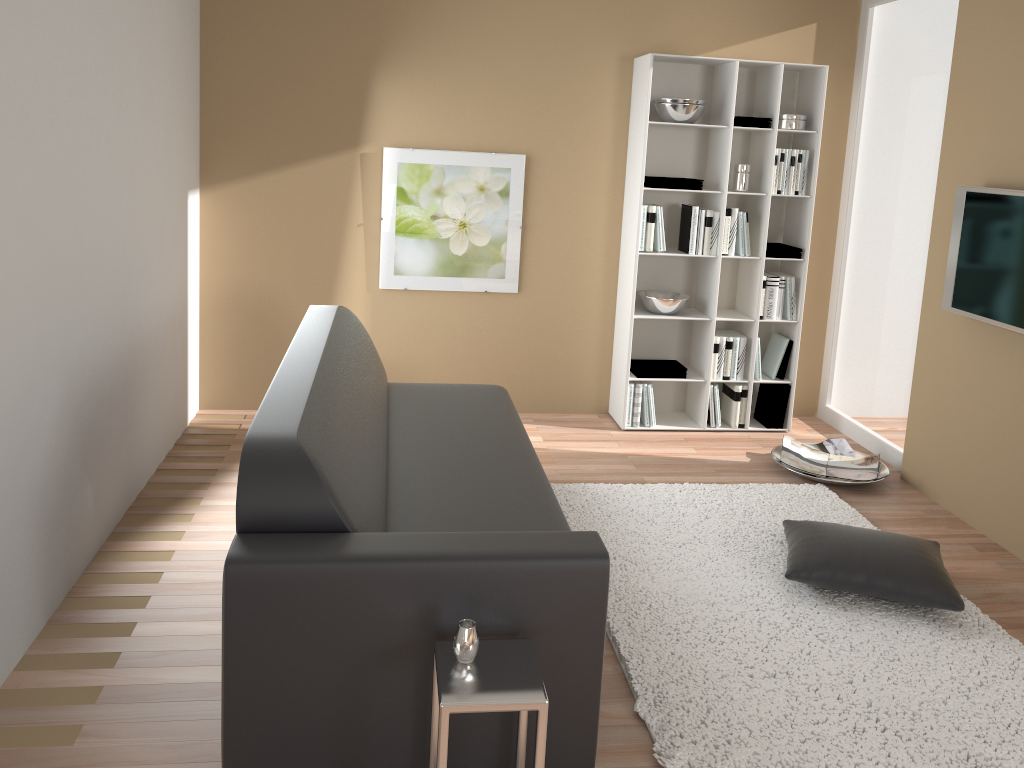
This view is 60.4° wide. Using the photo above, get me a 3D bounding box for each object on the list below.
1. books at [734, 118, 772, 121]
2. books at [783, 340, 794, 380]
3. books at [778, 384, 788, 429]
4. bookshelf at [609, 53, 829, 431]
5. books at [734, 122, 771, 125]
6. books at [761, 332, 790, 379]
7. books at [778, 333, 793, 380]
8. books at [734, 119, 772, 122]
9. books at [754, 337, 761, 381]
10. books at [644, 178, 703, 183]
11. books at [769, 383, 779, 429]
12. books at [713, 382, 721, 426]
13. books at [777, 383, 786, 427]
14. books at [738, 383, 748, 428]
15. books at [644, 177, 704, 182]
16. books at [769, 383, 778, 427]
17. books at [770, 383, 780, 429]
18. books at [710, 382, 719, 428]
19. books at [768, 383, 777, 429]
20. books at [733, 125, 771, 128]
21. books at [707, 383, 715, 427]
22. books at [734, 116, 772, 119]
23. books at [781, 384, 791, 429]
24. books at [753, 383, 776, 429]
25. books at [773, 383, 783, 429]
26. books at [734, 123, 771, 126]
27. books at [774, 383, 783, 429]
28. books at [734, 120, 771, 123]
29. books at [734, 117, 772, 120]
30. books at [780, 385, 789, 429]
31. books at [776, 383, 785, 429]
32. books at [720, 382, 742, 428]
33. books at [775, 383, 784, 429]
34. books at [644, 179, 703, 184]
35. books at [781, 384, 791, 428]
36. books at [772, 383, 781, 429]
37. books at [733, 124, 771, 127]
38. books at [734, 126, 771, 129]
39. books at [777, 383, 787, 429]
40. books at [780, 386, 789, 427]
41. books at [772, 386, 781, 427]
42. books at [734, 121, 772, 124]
[{"bbox_3d":[1.339,-1.531,5.104,0.210,0.007,0.304,0,16,-13],"label":"books"},{"bbox_3d":[1.632,-0.168,5.343,0.043,0.233,0.216,2,12,-8],"label":"books"},{"bbox_3d":[1.603,0.110,5.350,0.032,0.267,0.221,2,11,-8],"label":"books"},{"bbox_3d":[1.190,-0.809,5.202,1.038,2.101,0.339,2,9,-8],"label":"bookshelf"},{"bbox_3d":[1.335,-1.510,5.106,0.210,0.006,0.304,0,16,-13],"label":"books"},{"bbox_3d":[1.590,-0.174,5.339,0.085,0.241,0.212,2,12,-8],"label":"books"},{"bbox_3d":[1.625,-0.170,5.342,0.043,0.238,0.224,2,12,-8],"label":"books"},{"bbox_3d":[1.339,-1.526,5.105,0.210,0.007,0.304,0,16,-13],"label":"books"},{"bbox_3d":[1.443,-0.171,5.285,0.060,0.255,0.212,2,11,-8],"label":"books"},{"bbox_3d":[0.923,-1.177,5.081,0.297,0.007,0.215,1,15,-8],"label":"books"},{"bbox_3d":[1.547,0.108,5.347,0.032,0.265,0.219,2,11,-8],"label":"books"},{"bbox_3d":[1.210,0.101,5.306,0.058,0.253,0.212,2,11,-8],"label":"books"},{"bbox_3d":[1.591,0.108,5.353,0.032,0.265,0.219,2,11,-8],"label":"books"},{"bbox_3d":[1.359,0.108,5.314,0.040,0.253,0.212,2,11,-8],"label":"books"},{"bbox_3d":[0.927,-1.181,5.076,0.297,0.007,0.215,1,15,-8],"label":"books"},{"bbox_3d":[1.542,0.107,5.346,0.032,0.265,0.219,2,11,-8],"label":"books"},{"bbox_3d":[1.554,0.109,5.343,0.032,0.267,0.221,2,11,-8],"label":"books"},{"bbox_3d":[1.195,0.107,5.288,0.058,0.253,0.212,2,11,-8],"label":"books"},{"bbox_3d":[1.537,0.110,5.341,0.032,0.264,0.216,2,11,-8],"label":"books"},{"bbox_3d":[1.334,-1.494,5.110,0.210,0.006,0.304,0,16,-13],"label":"books"},{"bbox_3d":[1.169,0.103,5.288,0.060,0.255,0.212,2,11,-8],"label":"books"},{"bbox_3d":[1.337,-1.541,5.098,0.210,0.006,0.304,0,16,-13],"label":"books"},{"bbox_3d":[1.625,0.112,5.355,0.032,0.264,0.216,2,11,-8],"label":"books"},{"bbox_3d":[1.532,0.110,5.342,0.032,0.264,0.216,2,11,-8],"label":"books"},{"bbox_3d":[1.570,0.108,5.347,0.032,0.268,0.224,2,11,-8],"label":"books"},{"bbox_3d":[1.334,-1.506,5.110,0.210,0.006,0.304,-1,16,-14],"label":"books"},{"bbox_3d":[1.576,0.111,5.348,0.032,0.264,0.216,2,11,-8],"label":"books"},{"bbox_3d":[1.334,-1.521,5.105,0.210,0.006,0.305,0,15,-12],"label":"books"},{"bbox_3d":[1.335,-1.536,5.099,0.210,0.007,0.304,0,16,-13],"label":"books"},{"bbox_3d":[1.614,0.112,5.353,0.032,0.264,0.216,2,11,-8],"label":"books"},{"bbox_3d":[1.587,0.111,5.348,0.032,0.264,0.216,2,11,-8],"label":"books"},{"bbox_3d":[1.319,0.108,5.304,0.040,0.253,0.212,2,11,-8],"label":"books"},{"bbox_3d":[1.581,0.111,5.349,0.032,0.264,0.216,2,11,-8],"label":"books"},{"bbox_3d":[0.923,-1.172,5.082,0.297,0.007,0.215,1,15,-8],"label":"books"},{"bbox_3d":[1.619,0.109,5.354,0.032,0.268,0.224,2,11,-8],"label":"books"},{"bbox_3d":[1.564,0.111,5.346,0.032,0.264,0.216,2,11,-8],"label":"books"},{"bbox_3d":[1.334,-1.499,5.109,0.210,0.006,0.304,0,16,-13],"label":"books"},{"bbox_3d":[1.332,-1.489,5.111,0.210,0.007,0.304,0,16,-13],"label":"books"},{"bbox_3d":[1.597,0.108,5.354,0.032,0.265,0.219,2,11,-8],"label":"books"},{"bbox_3d":[1.608,0.111,5.352,0.032,0.264,0.216,2,11,-8],"label":"books"},{"bbox_3d":[1.559,0.110,5.345,0.032,0.264,0.216,2,11,-8],"label":"books"},{"bbox_3d":[1.335,-1.515,5.105,0.210,0.006,0.304,0,16,-13],"label":"books"}]
